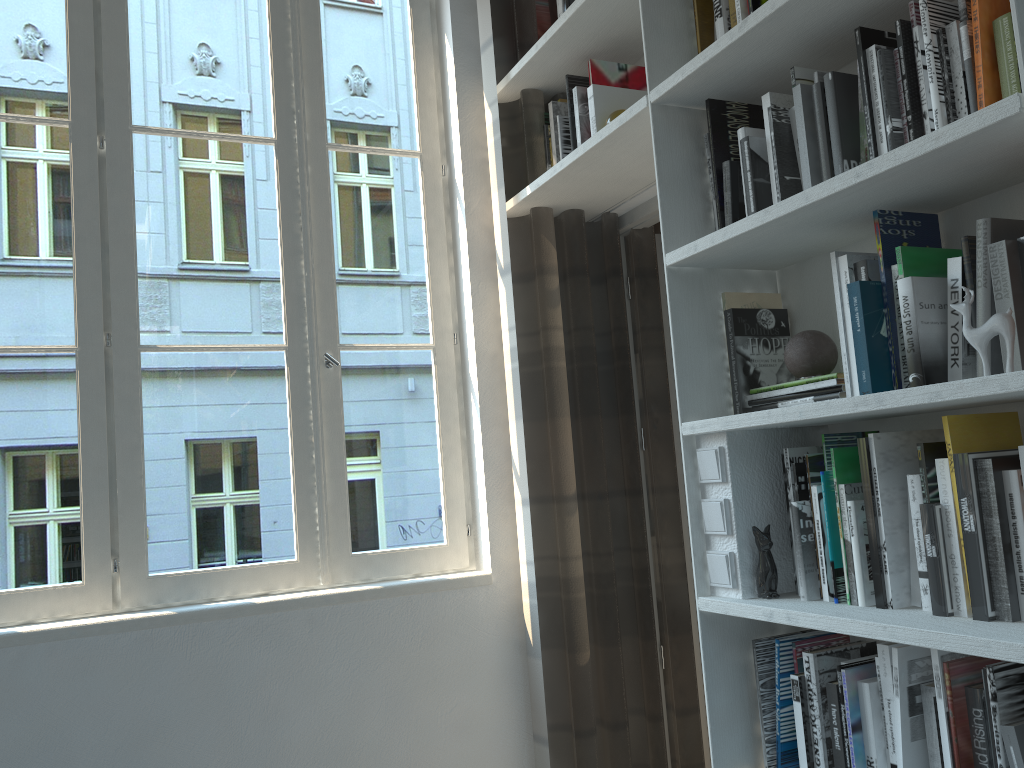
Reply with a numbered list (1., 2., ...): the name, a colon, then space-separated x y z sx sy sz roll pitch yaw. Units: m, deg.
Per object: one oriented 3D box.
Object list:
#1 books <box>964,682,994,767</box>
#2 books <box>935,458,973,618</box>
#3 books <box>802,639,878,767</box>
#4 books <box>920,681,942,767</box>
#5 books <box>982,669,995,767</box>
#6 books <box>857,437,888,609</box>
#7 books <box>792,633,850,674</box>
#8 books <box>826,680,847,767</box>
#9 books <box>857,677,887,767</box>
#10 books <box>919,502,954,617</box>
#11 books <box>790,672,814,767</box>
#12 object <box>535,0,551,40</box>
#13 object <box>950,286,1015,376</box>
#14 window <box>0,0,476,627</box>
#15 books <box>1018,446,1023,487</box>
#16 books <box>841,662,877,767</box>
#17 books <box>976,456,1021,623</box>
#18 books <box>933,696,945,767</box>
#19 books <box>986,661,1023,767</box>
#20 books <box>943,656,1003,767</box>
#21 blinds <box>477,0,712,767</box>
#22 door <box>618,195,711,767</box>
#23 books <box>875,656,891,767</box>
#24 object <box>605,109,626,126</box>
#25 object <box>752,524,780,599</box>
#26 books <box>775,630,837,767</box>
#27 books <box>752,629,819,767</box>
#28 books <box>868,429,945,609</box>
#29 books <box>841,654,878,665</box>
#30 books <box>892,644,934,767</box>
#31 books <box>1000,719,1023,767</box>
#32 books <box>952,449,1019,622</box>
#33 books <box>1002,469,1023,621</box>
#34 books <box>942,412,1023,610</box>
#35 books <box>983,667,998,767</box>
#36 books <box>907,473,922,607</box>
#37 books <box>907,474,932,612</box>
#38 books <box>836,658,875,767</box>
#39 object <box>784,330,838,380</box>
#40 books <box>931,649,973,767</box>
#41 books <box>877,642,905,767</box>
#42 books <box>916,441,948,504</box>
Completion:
1. books: 0.824 0.617 1.459 0.153 0.254 0.029 -2 -6 -25
2. books: 0.790 0.245 1.470 0.176 0.254 0.026 -2 -6 -25
3. books: 0.665 0.656 1.760 0.171 0.266 0.029 -2 -6 -25
4. books: 0.783 0.638 1.545 0.132 0.238 0.031 -2 -6 -25
5. books: 0.834 0.600 1.443 0.139 0.284 0.013 -2 -6 -25
6. books: 0.714 0.242 1.601 0.180 0.300 0.019 -2 -6 -25
7. books: 0.650 0.661 1.827 0.150 0.273 0.010 -2 -6 -25
8. books: 0.690 0.668 1.687 0.189 0.223 0.028 -2 -6 -25
9. books: 0.720 0.658 1.646 0.157 0.229 0.028 -2 -6 -25
10. books: 0.772 0.285 1.487 0.190 0.181 0.029 -2 -6 -25
11. books: 0.650 0.683 1.779 0.187 0.220 0.022 -2 -6 -25
12. object: 0.147 -1.065 2.757 0.176 0.295 0.035 -2 -6 -25
13. object: 0.692 -0.076 1.301 0.044 0.140 0.082 0 -7 -41
14. window: -1.073 -0.399 2.337 1.982 2.006 0.073 -2 -6 -25
15. books: 0.845 0.219 1.325 0.185 0.265 0.021 -2 -6 -25
16. books: 0.700 0.650 1.658 0.177 0.252 0.010 -2 -6 -25
17. books: 0.815 0.238 1.401 0.159 0.249 0.028 -2 -6 -25
18. books: 0.792 0.641 1.516 0.134 0.224 0.028 -2 -6 -25
19. books: 0.832 0.587 1.405 0.172 0.300 0.013 -2 -6 -25
20. books: 0.798 0.600 1.472 0.176 0.295 0.012 -2 -6 -25
21. blinds: 0.327 -0.164 2.763 0.776 3.227 0.140 -2 -6 -25
22. door: 0.901 0.404 2.574 0.786 1.978 0.835 -2 -6 -25
23. books: 0.744 0.633 1.637 0.146 0.273 0.013 -2 -6 -25
24. object: 0.290 -0.683 2.351 0.087 0.087 0.087 -7 -6 24
25. object: 0.507 0.357 1.777 0.045 0.146 0.045 -6 -6 13
26. books: 0.619 0.661 1.847 0.172 0.283 0.052 -2 -6 -25
27. books: 0.598 0.668 1.871 0.189 0.276 0.011 -2 -6 -25
28. books: 0.731 0.237 1.593 0.189 0.306 0.012 -2 -6 -25
29. books: 0.709 0.658 1.724 0.133 0.248 0.022 -2 -6 -25
30. books: 0.747 0.609 1.570 0.172 0.307 0.039 -2 -6 -25
31. books: 0.852 0.624 1.369 0.177 0.216 0.059 -2 -6 -25
32. books: 0.799 0.236 1.425 0.181 0.260 0.028 -2 -6 -25
33. books: 0.840 0.244 1.383 0.153 0.229 0.025 -2 -6 -25
34. books: 0.793 0.209 1.454 0.172 0.322 0.021 -2 -6 -25
35. books: 0.830 0.594 1.422 0.137 0.290 0.022 -2 -6 -25
36. books: 0.762 0.271 1.571 0.138 0.230 0.045 -2 -6 -25
37. books: 0.762 0.266 1.532 0.159 0.229 0.027 -2 -6 -25
38. books: 0.699 0.649 1.671 0.189 0.256 0.013 -2 -6 -25
39. object: 0.610 -0.057 1.810 0.105 0.106 0.105 -10 -8 42
40. books: 0.784 0.587 1.481 0.170 0.325 0.014 -2 -6 -25
41. books: 0.745 0.618 1.618 0.142 0.299 0.027 -2 -6 -25
42. books: 0.767 0.238 1.515 0.150 0.281 0.014 -2 -6 -25
